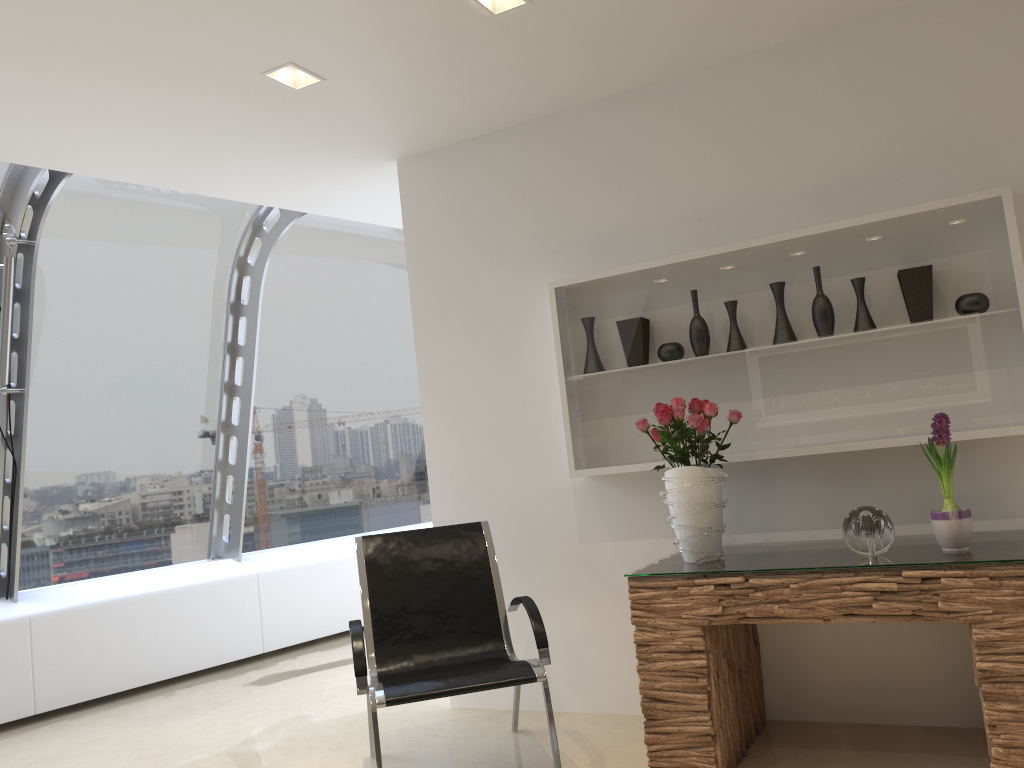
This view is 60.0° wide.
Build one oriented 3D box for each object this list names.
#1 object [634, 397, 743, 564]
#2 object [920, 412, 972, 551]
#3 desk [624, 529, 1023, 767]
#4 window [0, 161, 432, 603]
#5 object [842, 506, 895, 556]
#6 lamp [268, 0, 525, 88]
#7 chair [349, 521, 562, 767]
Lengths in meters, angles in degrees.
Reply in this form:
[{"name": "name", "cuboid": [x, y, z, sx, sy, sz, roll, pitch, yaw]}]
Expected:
[{"name": "object", "cuboid": [0.724, 0.375, 3.541, 0.350, 0.654, 0.327, -2, -7, -42]}, {"name": "object", "cuboid": [1.506, 0.337, 3.081, 0.129, 0.476, 0.129, -5, -5, -12]}, {"name": "desk", "cuboid": [1.256, 1.006, 3.299, 1.436, 0.762, 0.793, -9, -6, 28]}, {"name": "window", "cuboid": [4.261, -0.417, 3.037, 16.693, 3.674, 16.171, -10, -6, 33]}, {"name": "object", "cuboid": [1.257, 0.519, 3.130, 0.175, 0.179, 0.174, -3, -6, -29]}, {"name": "lamp", "cuboid": [2.994, -1.889, 1.570, 9.775, 0.004, 9.928, -9, -6, 28]}, {"name": "chair", "cuboid": [-0.274, 1.107, 3.651, 0.752, 0.972, 0.943, -5, -5, -12]}]
